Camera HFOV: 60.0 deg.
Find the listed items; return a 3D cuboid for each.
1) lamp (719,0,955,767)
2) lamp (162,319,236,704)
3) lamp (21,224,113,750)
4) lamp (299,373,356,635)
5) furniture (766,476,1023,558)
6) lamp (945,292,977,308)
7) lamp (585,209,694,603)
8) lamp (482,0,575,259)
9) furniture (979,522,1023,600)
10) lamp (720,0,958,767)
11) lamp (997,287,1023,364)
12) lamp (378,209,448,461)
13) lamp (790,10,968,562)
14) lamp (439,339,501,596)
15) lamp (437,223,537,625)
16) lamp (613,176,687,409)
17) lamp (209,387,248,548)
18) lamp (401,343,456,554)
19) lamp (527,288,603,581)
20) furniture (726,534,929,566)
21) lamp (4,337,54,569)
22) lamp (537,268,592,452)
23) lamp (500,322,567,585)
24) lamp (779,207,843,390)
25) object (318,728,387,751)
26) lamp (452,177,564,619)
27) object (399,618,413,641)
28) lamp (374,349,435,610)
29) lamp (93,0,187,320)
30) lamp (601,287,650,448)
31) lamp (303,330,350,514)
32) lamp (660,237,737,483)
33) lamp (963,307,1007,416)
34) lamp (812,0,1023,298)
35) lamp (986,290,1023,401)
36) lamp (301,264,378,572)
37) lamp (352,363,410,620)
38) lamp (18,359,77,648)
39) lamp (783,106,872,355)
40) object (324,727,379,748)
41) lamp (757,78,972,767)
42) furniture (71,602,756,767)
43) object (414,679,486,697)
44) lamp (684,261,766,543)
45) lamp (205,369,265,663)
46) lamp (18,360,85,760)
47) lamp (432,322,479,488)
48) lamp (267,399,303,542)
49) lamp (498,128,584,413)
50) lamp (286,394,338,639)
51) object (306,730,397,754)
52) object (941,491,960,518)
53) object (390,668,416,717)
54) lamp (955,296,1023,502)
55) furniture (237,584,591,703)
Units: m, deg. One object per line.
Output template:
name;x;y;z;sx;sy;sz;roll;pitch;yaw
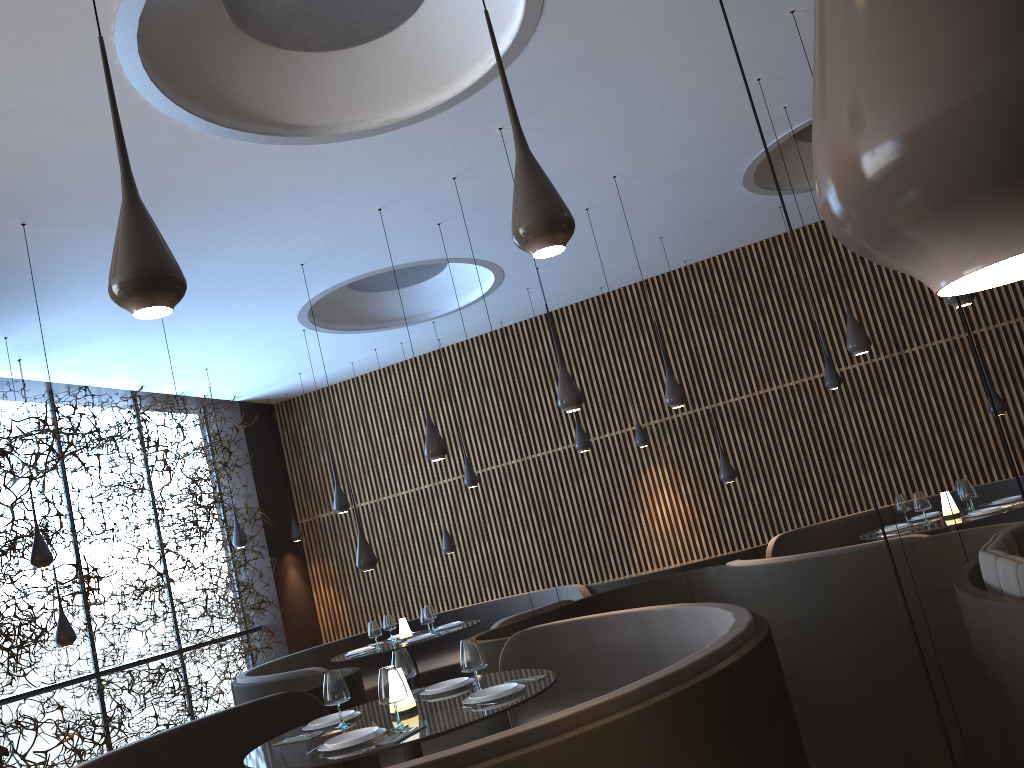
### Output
lamp;1.380;0.381;3.441;0.195;6.252;0.197;-8;-11;-36
lamp;-2.441;2.055;7.447;0.195;6.252;0.197;-10;-9;-26
lamp;-2.758;1.855;5.902;0.195;6.252;0.197;-10;-9;-26
lamp;-2.259;2.850;12.099;0.195;6.252;0.197;-5;-12;-46
furniture;4.724;1.562;8.692;1.977;1.043;3.956;-6;-13;-39
lamp;2.772;-1.590;6.121;0.195;2.215;0.197;-8;-11;-36
lamp;1.500;1.249;8.417;0.196;6.252;0.196;-20;-10;33
lamp;-0.154;-1.459;2.831;0.196;2.215;0.196;-16;-9;14
furniture;2.693;1.156;3.885;0.934;1.056;2.533;-18;-11;24
lamp;0.967;0.292;2.381;0.195;6.252;0.197;-5;-12;-46
lamp;6.067;0.421;10.128;0.195;6.252;0.197;-5;-12;-46
lamp;-0.873;-0.438;7.473;0.195;2.215;0.197;-8;-11;-36
lamp;2.670;0.451;5.608;0.195;6.252;0.197;-8;-11;-36
lamp;-0.284;2.367;12.147;0.196;6.252;0.196;-20;-10;33
lamp;0.066;1.502;7.841;0.195;6.252;0.197;-8;-11;-36
lamp;1.214;-0.857;8.053;0.195;2.215;0.197;-8;-11;-36
lamp;-3.866;1.112;11.950;0.195;2.215;0.197;-5;-12;-46
lamp;-1.178;0.846;12.067;0.196;2.950;0.196;-15;-9;4
lamp;0.947;1.800;10.704;0.196;6.252;0.196;-20;-10;33
furniture;2.716;1.862;7.364;0.898;1.043;2.546;-9;-11;-29
lamp;-4.563;0.624;8.289;0.195;2.215;0.197;-8;-11;-36
lamp;0.565;-0.297;10.256;0.196;2.215;0.196;-15;-9;4
lamp;0.592;2.126;12.024;0.195;6.252;0.197;-5;-12;-46
lamp;3.407;-1.010;10.229;0.196;2.215;0.197;-13;-9;-6
object;-0.761;1.704;4.239;0.331;0.014;0.333;-13;-10;-6
lamp;0.268;1.285;6.919;0.195;6.252;0.197;-8;-11;-36
object;-1.186;2.697;9.764;0.142;0.231;0.145;-14;-9;-1
lamp;-1.141;2.517;11.798;0.196;6.252;0.196;-20;-10;33
lamp;-1.214;-1.250;2.506;0.196;2.215;0.196;-18;-9;23
lamp;1.471;-0.238;11.834;0.196;2.215;0.196;-15;-9;4
lamp;-2.218;0.424;10.413;0.196;2.215;0.196;-15;-9;4
lamp;2.106;-0.307;10.215;0.196;2.950;0.196;-15;-9;4
lamp;5.089;-1.067;10.115;0.196;2.950;0.196;-15;-9;4
lamp;-0.062;-1.482;0.715;0.196;2.950;0.196;-18;-9;23
lamp;5.537;0.429;9.443;0.196;6.252;0.196;-20;-10;33
lamp;-1.652;0.274;8.249;0.196;2.950;0.196;-16;-9;14
lamp;-1.541;2.696;12.238;0.196;6.252;0.196;-15;-9;4
lamp;-4.726;1.163;8.930;0.195;2.950;0.197;-8;-11;-36
lamp;2.609;-1.314;7.445;0.195;2.215;0.197;-8;-11;-36
object;-0.764;1.695;4.240;0.264;0.029;0.263;-20;-12;32
lamp;2.686;0.608;6.501;0.195;6.252;0.197;-8;-11;-36
furniture;-0.505;2.184;4.624;3.878;1.114;3.808;-13;-10;-6
object;-0.371;1.784;5.209;0.412;0.012;0.204;-19;-11;25
lamp;3.035;1.377;11.241;0.196;6.252;0.196;-20;-10;33
lamp;-3.103;2.811;10.720;0.195;6.252;0.197;-5;-12;-46
lamp;-4.350;2.758;8.708;0.195;6.252;0.197;-5;-12;-46
lamp;-0.765;0.252;11.462;0.196;2.215;0.196;-15;-9;4
lamp;-3.501;1.304;13.517;0.195;2.215;0.197;-5;-12;-46
lamp;0.177;-0.870;6.549;0.195;2.215;0.197;-8;-11;-36
lamp;-2.727;3.163;13.189;0.195;6.252;0.197;-5;-12;-46
object;-0.765;1.707;4.240;0.412;0.012;0.204;-18;-11;21
object;4.051;1.116;8.230;0.142;0.231;0.145;-16;-9;10
object;-0.603;1.647;4.751;0.143;0.231;0.144;-20;-11;34
lamp;0.959;0.169;1.688;0.196;6.252;0.196;-15;-9;4
furniture;-0.863;3.134;9.532;3.881;1.043;3.808;-13;-10;-5
